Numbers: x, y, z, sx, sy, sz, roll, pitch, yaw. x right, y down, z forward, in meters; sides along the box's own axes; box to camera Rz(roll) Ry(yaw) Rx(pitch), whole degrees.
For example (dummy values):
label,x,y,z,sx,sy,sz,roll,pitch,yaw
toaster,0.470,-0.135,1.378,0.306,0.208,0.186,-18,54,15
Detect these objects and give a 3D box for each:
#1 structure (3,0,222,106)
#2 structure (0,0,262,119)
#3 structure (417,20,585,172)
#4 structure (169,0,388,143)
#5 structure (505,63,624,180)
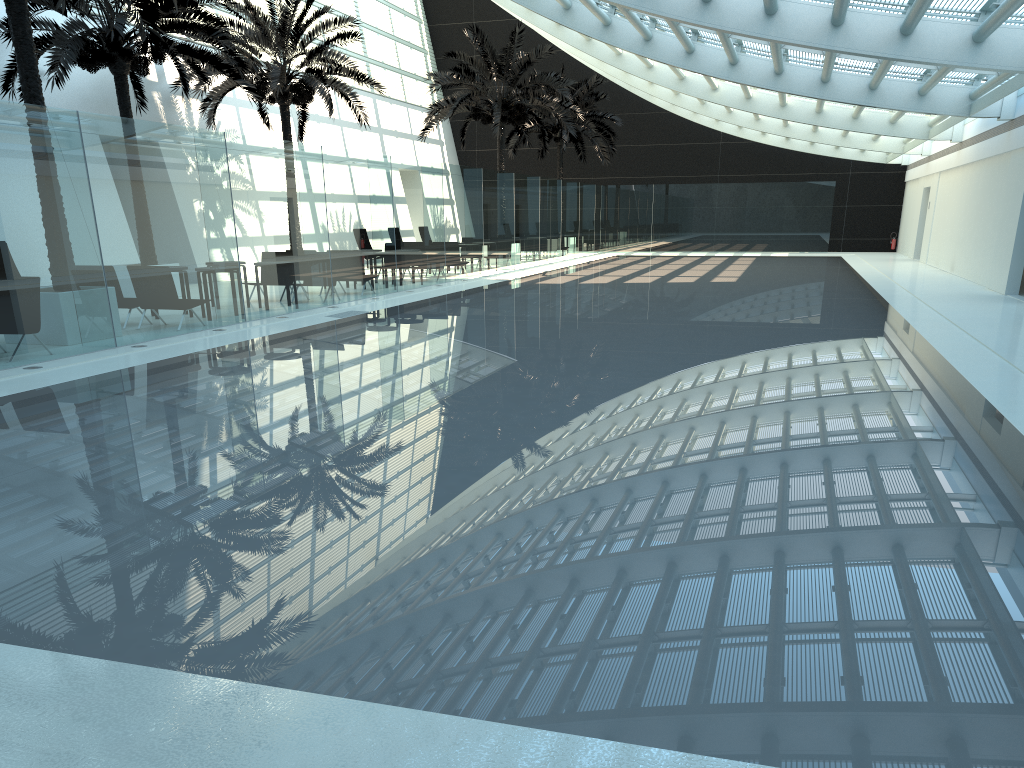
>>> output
label,x,y,z,sx,sy,sz,roll,pitch,yaw
structure,-5.961,-4.056,10.322,4.739,7.366,4.297,11,21,34
structure,-7.296,-5.113,16.374,4.641,7.171,4.063,-2,17,-4
structure,-0.324,-7.427,27.554,4.815,7.366,4.226,3,18,10
structure,-5.724,-6.209,21.822,4.541,7.234,4.157,-14,22,-37
structure,2.101,-8.860,34.878,4.456,7.365,4.568,-2,17,-4
